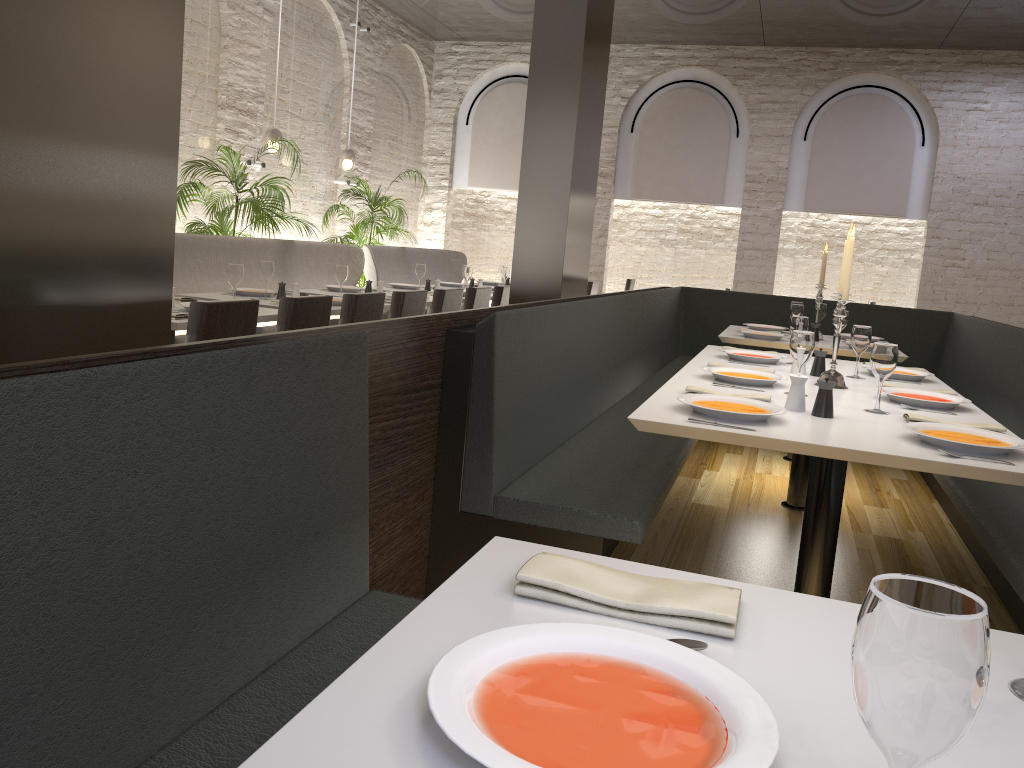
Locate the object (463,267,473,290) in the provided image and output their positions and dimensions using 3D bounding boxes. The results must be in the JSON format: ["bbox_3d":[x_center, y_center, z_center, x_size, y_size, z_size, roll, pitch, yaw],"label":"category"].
[{"bbox_3d":[-0.398,-0.919,7.829,0.086,0.230,0.087,-1,9,-43],"label":"object"}]

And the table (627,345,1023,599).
[{"bbox_3d":[1.186,0.383,3.534,1.102,0.756,2.548,7,9,17],"label":"table"}]

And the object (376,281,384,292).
[{"bbox_3d":[-0.972,-0.708,6.533,0.059,0.109,0.059,6,7,8],"label":"object"}]

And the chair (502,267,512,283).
[{"bbox_3d":[0.133,-1.206,12.739,0.566,0.901,0.413,7,7,17],"label":"chair"}]

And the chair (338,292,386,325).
[{"bbox_3d":[-1.004,-0.044,4.589,0.566,0.901,0.413,7,7,17],"label":"chair"}]

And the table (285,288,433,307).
[{"bbox_3d":[-1.043,-0.288,6.616,0.937,0.756,1.014,7,8,17],"label":"table"}]

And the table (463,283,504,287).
[{"bbox_3d":[-0.039,-0.695,9.812,0.937,0.756,1.014,7,8,17],"label":"table"}]

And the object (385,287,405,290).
[{"bbox_3d":[-0.993,-0.816,7.540,0.185,0.010,0.017,8,9,17],"label":"object"}]

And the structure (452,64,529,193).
[{"bbox_3d":[0.020,-3.415,11.845,1.636,1.667,0.098,7,7,17],"label":"structure"}]

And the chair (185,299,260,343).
[{"bbox_3d":[-1.350,0.096,3.491,0.566,0.901,0.413,7,7,17],"label":"chair"}]

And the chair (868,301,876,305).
[{"bbox_3d":[4.341,-0.641,11.461,0.566,0.901,0.413,7,7,17],"label":"chair"}]

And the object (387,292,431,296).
[{"bbox_3d":[-0.757,-0.643,6.492,0.321,0.036,0.323,4,9,-5],"label":"object"}]

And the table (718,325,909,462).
[{"bbox_3d":[1.950,0.074,5.965,1.102,0.756,1.192,7,8,17],"label":"table"}]

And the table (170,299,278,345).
[{"bbox_3d":[-1.740,-0.006,4.397,0.937,0.756,1.014,7,8,17],"label":"table"}]

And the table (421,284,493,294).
[{"bbox_3d":[-0.379,-0.557,8.728,0.937,0.756,1.014,7,8,17],"label":"table"}]

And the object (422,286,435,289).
[{"bbox_3d":[-0.815,-0.880,8.033,0.273,0.033,0.143,8,9,17],"label":"object"}]

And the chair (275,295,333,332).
[{"bbox_3d":[-1.172,0.024,4.056,0.566,0.901,0.413,7,7,17],"label":"chair"}]

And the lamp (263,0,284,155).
[{"bbox_3d":[-2.029,-3.027,7.720,0.177,2.031,0.178,5,6,-4],"label":"lamp"}]

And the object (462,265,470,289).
[{"bbox_3d":[-0.447,-1.029,8.515,0.086,0.230,0.087,-1,9,-43],"label":"object"}]

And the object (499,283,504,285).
[{"bbox_3d":[-0.145,-1.151,10.167,0.273,0.033,0.143,8,9,17],"label":"object"}]

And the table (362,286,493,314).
[{"bbox_3d":[-0.709,-0.423,7.679,0.937,0.756,1.014,7,8,17],"label":"table"}]

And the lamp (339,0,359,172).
[{"bbox_3d":[-1.614,-3.195,9.039,0.177,2.031,0.178,5,6,-4],"label":"lamp"}]

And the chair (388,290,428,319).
[{"bbox_3d":[-0.836,-0.112,5.126,0.566,0.901,0.413,7,7,17],"label":"chair"}]

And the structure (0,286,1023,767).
[{"bbox_3d":[0.745,0.458,2.017,2.375,0.996,10.788,7,9,16],"label":"structure"}]

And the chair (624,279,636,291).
[{"bbox_3d":[1.380,-1.039,12.360,0.566,0.901,0.413,7,7,17],"label":"chair"}]

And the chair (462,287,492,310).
[{"bbox_3d":[-0.489,-0.253,6.229,0.566,0.901,0.413,7,7,17],"label":"chair"}]

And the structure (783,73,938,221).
[{"bbox_3d":[4.183,-2.856,10.580,1.636,1.667,0.098,7,7,17],"label":"structure"}]

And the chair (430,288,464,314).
[{"bbox_3d":[-0.659,-0.184,5.688,0.566,0.901,0.413,7,7,17],"label":"chair"}]

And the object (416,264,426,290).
[{"bbox_3d":[-0.775,-0.897,7.472,0.086,0.230,0.087,-1,9,-43],"label":"object"}]

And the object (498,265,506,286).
[{"bbox_3d":[-0.111,-1.166,9.587,0.086,0.230,0.087,-1,9,-43],"label":"object"}]

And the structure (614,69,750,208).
[{"bbox_3d":[2.168,-3.126,11.192,1.636,1.667,0.098,7,7,17],"label":"structure"}]

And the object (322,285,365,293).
[{"bbox_3d":[-1.267,-0.712,6.649,0.321,0.036,0.323,4,9,-5],"label":"object"}]

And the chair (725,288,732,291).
[{"bbox_3d":[3.095,-0.808,11.840,0.566,0.901,0.413,7,7,17],"label":"chair"}]

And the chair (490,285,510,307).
[{"bbox_3d":[-0.313,-0.324,6.790,0.566,0.901,0.413,7,7,17],"label":"chair"}]

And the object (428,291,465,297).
[{"bbox_3d":[-0.533,-0.728,7.215,0.273,0.033,0.143,8,9,17],"label":"object"}]

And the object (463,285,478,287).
[{"bbox_3d":[-0.485,-1.013,9.082,0.273,0.033,0.143,8,9,17],"label":"object"}]

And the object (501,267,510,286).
[{"bbox_3d":[-0.070,-1.052,8.873,0.086,0.230,0.087,-1,9,-43],"label":"object"}]

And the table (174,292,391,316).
[{"bbox_3d":[-1.393,-0.146,5.502,0.937,0.756,1.014,7,8,17],"label":"table"}]

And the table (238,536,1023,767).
[{"bbox_3d":[0.085,0.830,0.029,1.102,0.756,2.548,7,9,17],"label":"table"}]

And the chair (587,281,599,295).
[{"bbox_3d":[0.614,-0.700,9.742,0.566,0.901,0.413,7,7,17],"label":"chair"}]
